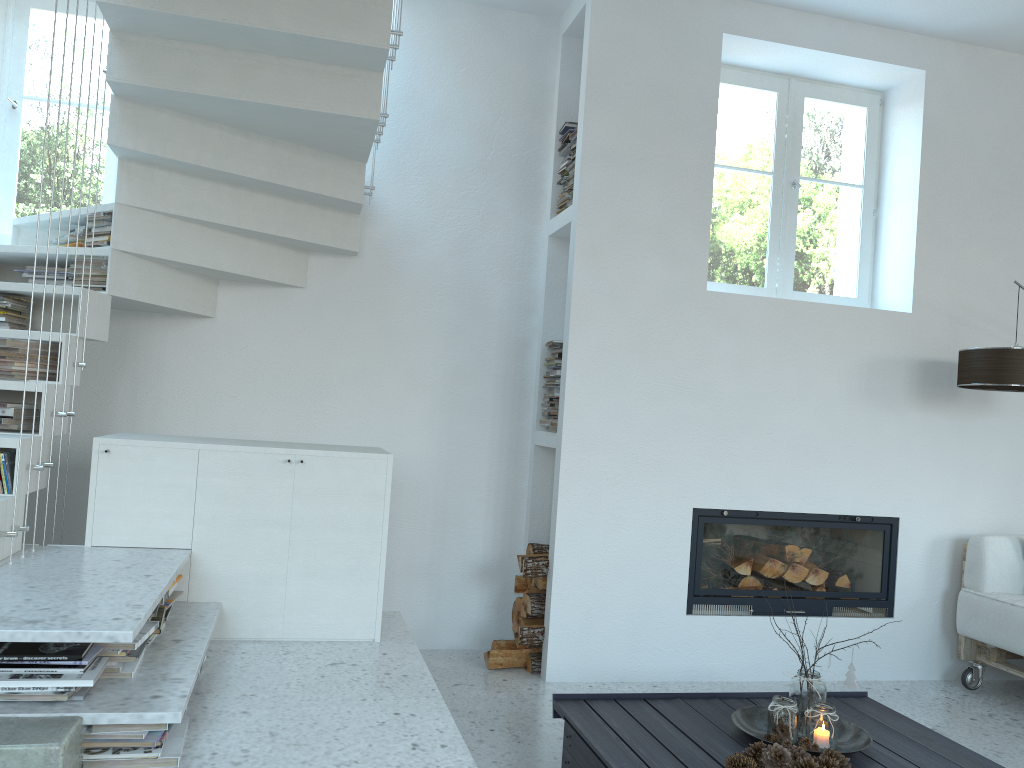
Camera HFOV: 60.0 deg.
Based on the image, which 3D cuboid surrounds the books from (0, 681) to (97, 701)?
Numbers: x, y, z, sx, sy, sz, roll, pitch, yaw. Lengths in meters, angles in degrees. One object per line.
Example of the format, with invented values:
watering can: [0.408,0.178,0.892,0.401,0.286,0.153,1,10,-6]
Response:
books: [-1.094,0.693,2.018,0.249,0.009,0.144,4,-2,-14]

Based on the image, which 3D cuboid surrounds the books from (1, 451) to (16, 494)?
books: [-1.554,0.275,2.756,0.036,0.123,0.125,4,-2,-14]

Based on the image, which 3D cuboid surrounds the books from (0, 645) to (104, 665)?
books: [-1.088,0.614,2.017,0.269,0.009,0.132,4,-2,-10]

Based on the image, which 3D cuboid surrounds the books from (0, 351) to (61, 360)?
books: [-1.745,-0.102,3.162,0.146,0.007,0.295,3,-2,21]

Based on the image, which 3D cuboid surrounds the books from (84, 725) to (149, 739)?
books: [-0.898,0.776,2.071,0.132,0.010,0.257,4,-2,-10]

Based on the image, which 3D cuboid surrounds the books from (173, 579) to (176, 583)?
books: [-1.159,0.595,2.815,0.181,0.013,0.285,5,-2,-19]

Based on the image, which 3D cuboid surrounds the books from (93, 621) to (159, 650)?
books: [-1.023,0.634,2.252,0.190,0.015,0.230,4,-2,-9]

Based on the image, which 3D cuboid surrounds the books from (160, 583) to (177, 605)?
books: [-1.174,0.652,2.811,0.177,0.030,0.284,4,-2,-13]

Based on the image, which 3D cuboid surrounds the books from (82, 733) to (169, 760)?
books: [-0.891,0.822,2.072,0.164,0.006,0.264,4,-2,-13]

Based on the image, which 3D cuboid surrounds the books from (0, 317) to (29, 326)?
books: [-1.999,-0.243,3.338,0.287,0.013,0.182,4,-2,0]

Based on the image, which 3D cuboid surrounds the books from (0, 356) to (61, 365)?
books: [-1.761,-0.086,3.167,0.171,0.011,0.232,3,-2,23]

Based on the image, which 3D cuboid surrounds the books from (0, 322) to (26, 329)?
books: [-2.002,-0.229,3.367,0.249,0.014,0.130,4,-2,-1]

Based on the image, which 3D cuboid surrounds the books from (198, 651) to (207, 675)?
books: [-1.012,0.811,2.628,0.190,0.018,0.287,4,-2,-15]

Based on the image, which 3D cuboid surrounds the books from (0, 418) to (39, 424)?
books: [-1.770,0.119,3.011,0.240,0.019,0.172,4,-2,11]

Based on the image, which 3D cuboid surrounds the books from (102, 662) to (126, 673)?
books: [-1.053,0.691,2.244,0.148,0.013,0.227,5,-2,-16]

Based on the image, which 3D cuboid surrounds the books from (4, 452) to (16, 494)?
books: [-1.546,0.275,2.758,0.034,0.123,0.125,4,-2,-14]

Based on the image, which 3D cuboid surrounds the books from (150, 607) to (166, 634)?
books: [-1.091,0.671,2.523,0.188,0.014,0.273,5,-2,-19]

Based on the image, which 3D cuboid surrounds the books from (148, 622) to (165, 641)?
books: [-1.104,0.710,2.520,0.165,0.005,0.287,4,-2,-9]

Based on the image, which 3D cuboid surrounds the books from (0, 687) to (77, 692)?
books: [-1.090,0.667,2.010,0.208,0.015,0.152,5,-2,-17]

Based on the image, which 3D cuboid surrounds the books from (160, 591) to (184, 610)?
books: [-1.165,0.686,2.812,0.181,0.008,0.281,4,-2,-9]

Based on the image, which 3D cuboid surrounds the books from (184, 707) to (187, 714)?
books: [-0.949,0.831,2.350,0.169,0.019,0.232,5,-2,-19]

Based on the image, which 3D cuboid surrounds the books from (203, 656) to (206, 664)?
books: [-1.017,0.843,2.627,0.177,0.018,0.250,4,-2,-11]

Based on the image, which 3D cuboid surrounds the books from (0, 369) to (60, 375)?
books: [-1.775,-0.046,3.170,0.189,0.007,0.254,3,-2,14]

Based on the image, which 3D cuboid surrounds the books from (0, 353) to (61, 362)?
books: [-1.746,-0.095,3.162,0.146,0.007,0.295,3,-2,17]

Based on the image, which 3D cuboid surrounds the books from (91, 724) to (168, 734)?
books: [-0.883,0.760,2.075,0.157,0.025,0.234,5,-2,-19]

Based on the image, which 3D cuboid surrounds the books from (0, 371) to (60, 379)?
books: [-1.765,-0.036,3.166,0.189,0.013,0.215,3,-2,19]

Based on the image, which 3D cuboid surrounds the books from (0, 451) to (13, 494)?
books: [-1.562,0.274,2.754,0.034,0.123,0.125,4,-2,-14]

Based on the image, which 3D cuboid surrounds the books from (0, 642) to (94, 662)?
books: [-1.086,0.602,2.014,0.228,0.014,0.149,5,-2,-16]

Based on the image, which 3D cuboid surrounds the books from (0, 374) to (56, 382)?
books: [-1.772,-0.024,3.168,0.183,0.012,0.206,3,-2,14]

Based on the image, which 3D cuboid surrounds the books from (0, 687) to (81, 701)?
books: [-1.090,0.681,2.003,0.212,0.014,0.161,4,-2,-10]

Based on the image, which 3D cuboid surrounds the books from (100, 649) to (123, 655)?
books: [-1.045,0.644,2.247,0.153,0.009,0.260,4,-2,-11]

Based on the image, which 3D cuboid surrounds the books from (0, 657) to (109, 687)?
books: [-1.086,0.647,1.997,0.297,0.014,0.184,4,-2,-15]

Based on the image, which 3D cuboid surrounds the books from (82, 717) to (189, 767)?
books: [-0.873,0.838,2.076,0.200,0.023,0.262,5,-2,-16]

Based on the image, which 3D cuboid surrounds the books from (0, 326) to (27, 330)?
books: [-2.003,-0.215,3.366,0.258,0.013,0.136,4,-2,-2]

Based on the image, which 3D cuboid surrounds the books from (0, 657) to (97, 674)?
books: [-1.090,0.635,2.021,0.242,0.012,0.137,4,-2,-13]

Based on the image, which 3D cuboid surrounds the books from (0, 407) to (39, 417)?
books: [-1.766,0.090,3.036,0.222,0.028,0.141,4,-2,5]

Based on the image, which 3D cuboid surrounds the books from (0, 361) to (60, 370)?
books: [-1.748,-0.067,3.162,0.138,0.014,0.215,3,-2,14]

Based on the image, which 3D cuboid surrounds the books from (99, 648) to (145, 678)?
books: [-1.040,0.706,2.247,0.177,0.015,0.216,5,-2,-16]

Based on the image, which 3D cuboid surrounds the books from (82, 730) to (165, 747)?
books: [-0.887,0.788,2.074,0.159,0.012,0.292,4,-2,-11]

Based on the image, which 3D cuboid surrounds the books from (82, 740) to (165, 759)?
books: [-0.891,0.815,2.072,0.159,0.008,0.285,5,-2,-16]

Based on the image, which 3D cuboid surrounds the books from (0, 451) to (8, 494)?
books: [-1.576,0.273,2.750,0.036,0.123,0.125,4,-2,-14]

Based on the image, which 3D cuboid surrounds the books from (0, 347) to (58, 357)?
books: [-1.761,-0.115,3.168,0.179,0.016,0.184,3,-2,15]

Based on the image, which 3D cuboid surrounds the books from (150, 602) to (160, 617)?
books: [-1.099,0.635,2.522,0.173,0.011,0.203,5,-2,-19]

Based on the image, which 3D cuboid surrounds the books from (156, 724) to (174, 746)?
books: [-0.884,0.801,2.074,0.168,0.012,0.210,4,-2,-10]

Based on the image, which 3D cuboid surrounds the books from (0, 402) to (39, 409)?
books: [-1.766,0.068,3.024,0.212,0.014,0.169,4,-2,6]

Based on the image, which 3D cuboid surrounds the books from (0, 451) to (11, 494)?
books: [-1.569,0.274,2.752,0.035,0.123,0.125,4,-2,-14]

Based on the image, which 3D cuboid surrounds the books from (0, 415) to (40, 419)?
books: [-1.768,0.107,3.027,0.254,0.007,0.161,4,-2,6]

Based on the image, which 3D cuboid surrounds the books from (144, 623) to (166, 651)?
books: [-1.105,0.716,2.520,0.174,0.007,0.291,4,-2,-11]

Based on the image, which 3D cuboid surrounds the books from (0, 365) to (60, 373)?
books: [-1.762,-0.055,3.166,0.180,0.011,0.222,3,-2,18]

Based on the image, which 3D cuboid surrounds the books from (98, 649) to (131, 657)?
books: [-1.043,0.655,2.247,0.168,0.012,0.210,4,-2,-13]

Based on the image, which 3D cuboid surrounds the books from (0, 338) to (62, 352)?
books: [-1.753,-0.139,3.167,0.157,0.025,0.234,3,-2,24]

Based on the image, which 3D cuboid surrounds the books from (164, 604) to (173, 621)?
books: [-1.177,0.719,2.809,0.177,0.011,0.220,5,-2,-16]

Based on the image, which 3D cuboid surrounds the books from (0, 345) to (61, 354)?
books: [-1.746,-0.124,3.164,0.161,0.005,0.254,3,-2,19]

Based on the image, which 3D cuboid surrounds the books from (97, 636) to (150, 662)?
books: [-1.034,0.668,2.249,0.189,0.013,0.215,4,-2,-15]

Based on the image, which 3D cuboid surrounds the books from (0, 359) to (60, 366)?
books: [-1.747,-0.077,3.162,0.146,0.006,0.295,3,-2,21]

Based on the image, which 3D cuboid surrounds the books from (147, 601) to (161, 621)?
books: [-1.106,0.646,2.520,0.172,0.013,0.246,4,-2,-15]

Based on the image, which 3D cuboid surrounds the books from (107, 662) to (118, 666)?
books: [-1.057,0.679,2.243,0.131,0.012,0.207,5,-2,-18]

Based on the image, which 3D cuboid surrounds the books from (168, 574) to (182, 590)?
books: [-1.165,0.631,2.813,0.179,0.012,0.261,4,-2,-10]

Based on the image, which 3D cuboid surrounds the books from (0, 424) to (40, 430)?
books: [-1.769,0.138,3.031,0.288,0.017,0.136,4,-2,9]
